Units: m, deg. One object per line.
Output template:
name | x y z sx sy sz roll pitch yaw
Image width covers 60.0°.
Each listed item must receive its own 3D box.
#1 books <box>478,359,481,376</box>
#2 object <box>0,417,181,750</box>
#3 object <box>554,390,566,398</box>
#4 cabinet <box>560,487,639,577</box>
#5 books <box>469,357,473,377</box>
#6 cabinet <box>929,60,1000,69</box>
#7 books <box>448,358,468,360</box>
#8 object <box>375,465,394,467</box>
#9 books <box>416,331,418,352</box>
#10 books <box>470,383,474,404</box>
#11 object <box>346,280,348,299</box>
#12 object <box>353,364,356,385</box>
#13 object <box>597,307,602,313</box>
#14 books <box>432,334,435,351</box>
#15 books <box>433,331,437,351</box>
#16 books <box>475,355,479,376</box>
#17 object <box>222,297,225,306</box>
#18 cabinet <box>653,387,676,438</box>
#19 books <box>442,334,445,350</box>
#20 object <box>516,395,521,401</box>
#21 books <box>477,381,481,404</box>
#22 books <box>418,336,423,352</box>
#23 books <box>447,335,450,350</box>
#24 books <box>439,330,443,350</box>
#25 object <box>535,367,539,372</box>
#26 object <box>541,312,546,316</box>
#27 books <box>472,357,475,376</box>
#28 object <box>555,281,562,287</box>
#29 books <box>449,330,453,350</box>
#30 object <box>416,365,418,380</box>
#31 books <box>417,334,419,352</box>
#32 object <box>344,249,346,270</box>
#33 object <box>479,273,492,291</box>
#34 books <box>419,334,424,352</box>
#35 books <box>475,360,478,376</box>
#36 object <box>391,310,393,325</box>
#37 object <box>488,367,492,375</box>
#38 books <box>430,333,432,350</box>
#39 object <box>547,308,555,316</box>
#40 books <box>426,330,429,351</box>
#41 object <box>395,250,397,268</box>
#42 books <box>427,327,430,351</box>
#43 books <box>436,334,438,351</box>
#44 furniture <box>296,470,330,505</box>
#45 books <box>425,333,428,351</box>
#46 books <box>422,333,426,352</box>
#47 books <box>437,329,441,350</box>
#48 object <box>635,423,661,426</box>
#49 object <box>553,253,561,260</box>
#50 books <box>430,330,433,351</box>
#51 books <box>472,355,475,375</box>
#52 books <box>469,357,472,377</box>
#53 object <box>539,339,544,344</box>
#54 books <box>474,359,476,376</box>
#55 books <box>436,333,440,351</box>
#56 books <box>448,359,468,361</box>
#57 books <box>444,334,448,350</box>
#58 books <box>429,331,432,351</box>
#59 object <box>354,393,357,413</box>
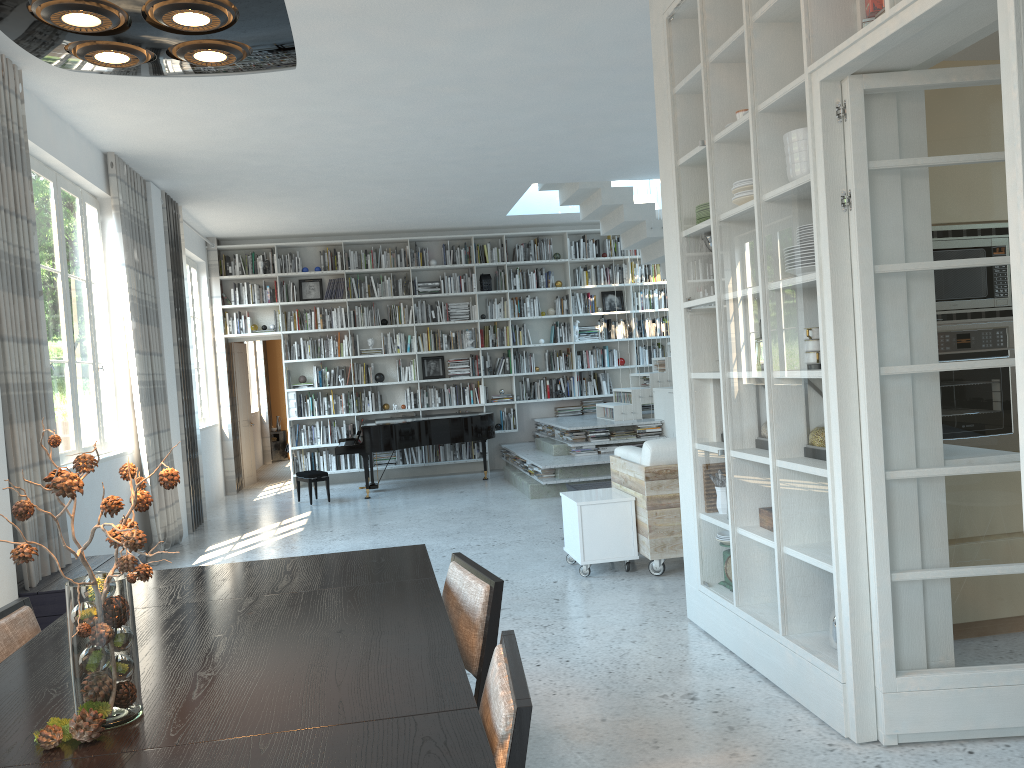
books | -0.442 -0.221 11.812 0.034 0.229 0.199 -4 2 -9
object | -0.740 0.352 1.595 0.317 0.601 0.542 -5 2 -38
object | 0.644 0.132 11.838 0.160 0.114 0.064 -4 2 -21
cabinet | 0.567 0.968 5.821 0.380 0.487 0.502 -4 1 -9
books | -0.544 -0.229 11.808 0.011 0.261 0.184 -4 2 -9
cabinet | 2.919 -0.165 2.449 1.968 2.569 4.424 -4 1 -9
books | -0.718 -0.334 11.782 0.254 0.012 0.161 -4 1 -5
object | -1.668 1.070 11.663 0.254 0.007 0.161 -4 1 -6
books | -1.258 -0.558 11.710 0.010 0.282 0.140 -4 2 -9
books | -0.534 0.125 11.839 0.010 0.284 0.132 -4 2 -9
object | -2.143 -1.218 11.547 0.012 0.254 0.161 -4 2 -9
object | -2.059 -0.127 11.595 0.012 0.270 0.130 -4 2 -9
object | 1.179 -1.005 12.037 0.091 0.092 0.091 -3 2 40
books | -1.049 -0.546 11.738 0.024 0.228 0.147 -4 2 -9
books | -1.025 -0.563 11.748 0.028 0.259 0.134 -4 2 -9
books | -0.467 -0.244 11.818 0.011 0.279 0.186 -4 2 -9
object | -3.695 -1.127 11.287 0.035 0.295 0.176 -4 2 -9
cabinet | 1.975 0.367 9.843 0.551 0.668 0.992 -4 1 -9
books | -0.907 -0.550 11.746 0.024 0.216 0.175 -4 2 -9
object | 0.083 0.188 11.900 0.071 0.072 0.071 -3 2 40
books | -0.444 0.110 11.844 0.011 0.300 0.149 -4 2 -9
books | -1.209 -0.524 11.692 0.053 0.209 0.156 -4 2 -9
books | -0.842 -0.546 11.770 0.050 0.199 0.145 -4 2 -9
books | -0.943 -0.572 11.726 0.028 0.268 0.189 -4 2 -9
object | 0.334 -0.197 11.936 0.071 0.072 0.071 -3 2 40
object | 0.418 -0.939 11.922 0.068 0.068 0.068 -5 2 -31
books | -0.523 -0.229 11.823 0.013 0.256 0.162 -4 2 -9
object | 0.625 -1.336 11.887 0.100 0.102 0.100 -5 2 -31
books | -0.811 -0.578 11.764 0.014 0.259 0.161 -4 2 -9
object | -1.265 -0.156 11.724 0.017 0.216 0.103 -4 2 -9
books | -1.245 -0.535 11.712 0.011 0.235 0.141 -4 2 -9
object | -2.169 -1.599 11.536 0.012 0.285 0.159 -4 2 -9
object | -0.348 -1.341 11.749 0.135 0.248 0.135 -4 2 -19
books | -1.194 -0.542 11.706 0.042 0.242 0.162 -4 2 -9
books | -0.483 -0.212 11.834 0.021 0.217 0.132 -4 2 -9
object | -1.583 -0.877 11.649 0.010 0.225 0.142 -4 2 -9
object | -0.285 -0.171 11.694 0.054 0.113 0.079 -4 2 -10
books | -1.076 -0.552 11.729 0.010 0.245 0.149 -4 2 -9
object | 0.526 -0.968 11.962 0.111 0.113 0.111 -5 2 -31
books | -1.117 -0.569 11.733 0.010 0.284 0.136 -4 2 -9
object | -1.522 -1.626 11.635 0.010 0.247 0.157 -4 2 -9
books | -1.099 -0.586 11.692 0.014 0.317 0.188 -4 2 -9
books | -1.001 -0.549 11.731 0.012 0.228 0.169 -4 2 -9
furniture | -2.230 1.147 9.931 0.239 0.353 0.467 -5 2 -34
books | -1.133 -0.545 11.719 0.029 0.240 0.155 -4 2 -9
books | -1.162 -0.548 11.720 0.026 0.248 0.139 -4 2 -9
books | -0.966 -0.579 11.736 0.013 0.284 0.176 -4 2 -9
object | 1.527 0.444 10.066 0.284 0.030 0.177 -4 1 -9
object | 0.601 -1.704 11.870 0.104 0.105 0.104 -3 2 40
books | -1.064 -0.570 11.712 0.010 0.281 0.170 -4 2 -9
books | -0.513 -0.245 11.823 0.011 0.288 0.152 -4 2 -9
books | -0.556 -0.225 11.809 0.012 0.254 0.161 -4 2 -9
object | 0.399 -0.570 11.904 0.071 0.072 0.071 -3 2 40
books | -0.500 -0.219 11.833 0.013 0.232 0.134 -4 2 -9
books | -0.984 -0.554 11.741 0.025 0.236 0.137 -4 2 -9
books | -0.718 -0.322 11.785 0.254 0.012 0.161 -4 1 -12
books | -0.880 -0.551 11.751 0.030 0.215 0.168 -4 2 -9
books | -1.084 -0.562 11.694 0.015 0.267 0.189 -4 2 -9
object | -2.043 0.248 11.593 0.012 0.254 0.161 -4 2 -9
